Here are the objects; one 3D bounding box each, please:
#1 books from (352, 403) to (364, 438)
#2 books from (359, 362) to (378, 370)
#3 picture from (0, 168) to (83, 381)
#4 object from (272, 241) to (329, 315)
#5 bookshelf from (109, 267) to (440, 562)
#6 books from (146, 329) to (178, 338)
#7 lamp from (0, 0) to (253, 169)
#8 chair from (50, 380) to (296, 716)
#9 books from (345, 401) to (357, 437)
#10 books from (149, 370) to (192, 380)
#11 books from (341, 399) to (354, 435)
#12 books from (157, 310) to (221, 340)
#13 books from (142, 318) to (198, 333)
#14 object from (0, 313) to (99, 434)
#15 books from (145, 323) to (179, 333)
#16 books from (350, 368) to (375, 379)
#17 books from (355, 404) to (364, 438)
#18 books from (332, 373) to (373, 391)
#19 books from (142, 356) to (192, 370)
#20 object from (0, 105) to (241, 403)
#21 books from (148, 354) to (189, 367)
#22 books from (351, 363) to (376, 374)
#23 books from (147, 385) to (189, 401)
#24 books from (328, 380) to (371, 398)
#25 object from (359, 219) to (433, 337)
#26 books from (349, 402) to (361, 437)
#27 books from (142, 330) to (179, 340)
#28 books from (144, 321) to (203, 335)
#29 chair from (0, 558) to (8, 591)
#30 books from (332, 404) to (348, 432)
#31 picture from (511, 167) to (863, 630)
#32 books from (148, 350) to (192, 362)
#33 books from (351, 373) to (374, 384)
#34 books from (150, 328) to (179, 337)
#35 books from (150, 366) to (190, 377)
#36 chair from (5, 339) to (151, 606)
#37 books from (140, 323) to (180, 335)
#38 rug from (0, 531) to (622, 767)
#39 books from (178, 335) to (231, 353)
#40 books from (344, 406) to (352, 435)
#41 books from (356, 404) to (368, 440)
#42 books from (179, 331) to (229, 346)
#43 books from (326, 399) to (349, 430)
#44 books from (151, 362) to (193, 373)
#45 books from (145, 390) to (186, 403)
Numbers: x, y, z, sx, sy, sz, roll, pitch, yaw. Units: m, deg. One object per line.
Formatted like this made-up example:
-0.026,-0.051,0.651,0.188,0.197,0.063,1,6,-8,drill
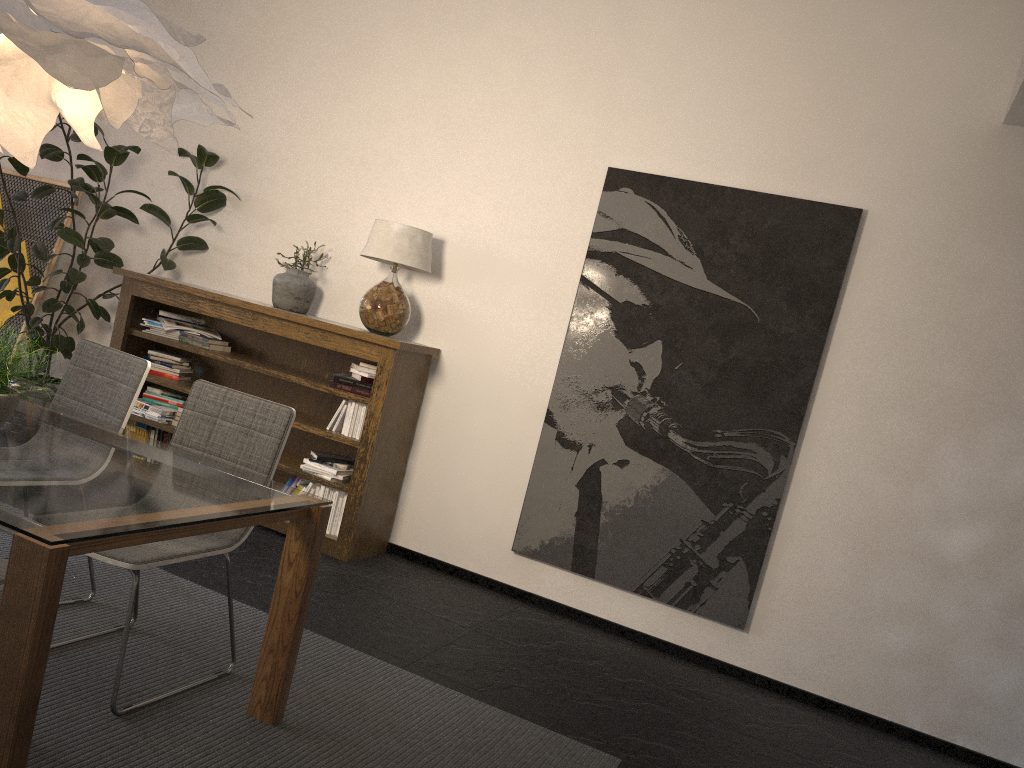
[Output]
-0.786,0.194,4.706,0.015,0.190,0.135,16,5,21,books
-0.713,-0.090,4.722,0.155,0.022,0.204,14,3,6,books
-3.678,-0.675,5.853,1.490,1.613,0.386,16,6,21,picture
-1.209,-0.614,4.959,0.275,0.414,0.384,14,4,-1,object
-1.474,0.138,4.996,1.909,1.178,0.451,15,6,21,bookshelf
-1.964,-0.283,5.224,0.319,0.011,0.251,14,3,-10,books
-0.741,-3.127,2.173,1.054,5.239,1.120,17,7,32,lamp
-1.120,0.465,2.803,0.472,0.924,0.602,16,5,21,chair
-0.823,0.186,4.698,0.018,0.189,0.136,16,5,21,books
-2.050,-0.061,5.272,0.224,0.022,0.158,14,3,6,books
-0.848,0.178,4.734,0.018,0.189,0.136,16,5,21,books
-1.904,-0.337,5.219,0.323,0.109,0.270,12,4,-34,books
-1.982,-0.344,5.240,0.318,0.011,0.251,14,3,-3,books
-1.492,-0.051,2.509,0.665,0.369,0.531,15,4,16,object
-1.966,-0.317,5.226,0.319,0.011,0.251,14,3,-7,books
-0.714,-0.042,4.702,0.245,0.019,0.173,11,4,-44,books
-0.770,0.199,4.703,0.018,0.189,0.136,16,5,21,books
1.138,-2.852,2.168,0.362,6.742,5.344,11,6,-28,books
-2.050,-0.126,5.262,0.230,0.023,0.163,15,3,21,books
-2.617,-1.201,5.156,2.012,3.216,0.902,14,6,-2,object
-2.038,-0.146,5.257,0.222,0.023,0.146,13,3,-28,books
-0.721,-0.068,4.717,0.244,0.024,0.173,13,3,-24,books
-2.004,0.054,5.252,0.245,0.028,0.193,14,3,1,books
-0.797,0.032,4.713,0.285,0.034,0.230,15,3,13,books
-0.640,-0.548,4.711,0.390,0.585,0.387,13,5,-10,object
-0.805,0.190,4.699,0.015,0.190,0.135,16,5,21,books
-1.977,-0.276,5.222,0.319,0.011,0.251,14,3,-6,books
-1.977,-0.331,5.237,0.319,0.011,0.251,14,3,-7,books
-1.435,0.426,1.997,0.474,0.924,0.600,15,5,7,chair
-0.890,0.183,4.733,0.056,0.158,0.120,16,5,21,books
0.800,0.041,4.348,1.227,2.038,0.033,16,6,20,picture
-2.026,-0.165,5.257,0.205,0.021,0.154,14,3,6,books
-0.719,-0.019,4.697,0.226,0.029,0.177,13,3,-27,books
-1.944,-0.290,5.225,0.319,0.011,0.251,13,3,-12,books
-2.047,-0.082,5.265,0.205,0.022,0.154,14,3,1,books
-1.747,0.291,3.148,0.472,0.924,0.603,17,6,30,chair
-1.984,-0.311,5.230,0.318,0.011,0.252,14,3,2,books
-1.711,0.799,2.589,3.667,0.006,2.373,15,3,21,rug
-1.782,-0.233,5.138,0.241,0.034,0.180,15,3,24,books
-0.839,0.196,4.713,0.016,0.160,0.120,16,5,21,books
-0.761,0.202,4.682,0.015,0.190,0.135,16,5,21,books
-1.785,-0.264,5.133,0.226,0.024,0.167,15,3,25,books
-0.905,0.166,4.738,0.077,0.183,0.135,16,5,21,books
-2.047,-0.103,5.264,0.243,0.019,0.174,14,3,6,books
-2.008,0.075,5.253,0.255,0.014,0.192,14,3,9,books
